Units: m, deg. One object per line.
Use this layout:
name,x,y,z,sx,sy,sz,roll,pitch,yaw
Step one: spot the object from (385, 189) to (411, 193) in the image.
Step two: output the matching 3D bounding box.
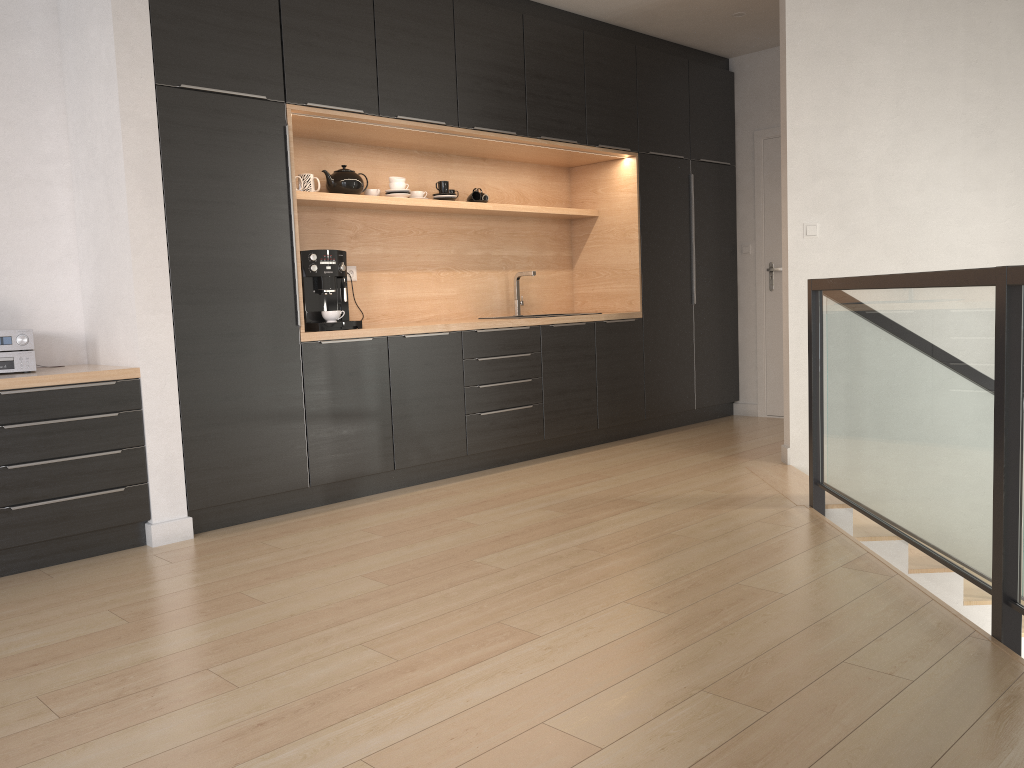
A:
object,-0.646,-1.082,5.020,0.145,0.025,0.145,1,6,32

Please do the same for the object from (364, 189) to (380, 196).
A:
object,-0.788,-1.067,5.011,0.099,0.057,0.095,-2,5,3

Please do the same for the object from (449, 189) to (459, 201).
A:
object,-0.375,-1.141,5.427,0.066,0.092,0.084,-7,7,-38

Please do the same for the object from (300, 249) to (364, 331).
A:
object,-0.914,-0.487,4.628,0.618,0.398,0.584,-8,8,-44

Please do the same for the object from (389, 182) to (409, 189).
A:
object,-0.647,-1.107,5.022,0.095,0.057,0.099,-1,6,18

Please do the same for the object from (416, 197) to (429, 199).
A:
object,-0.565,-1.083,5.249,0.145,0.025,0.145,-6,6,-31

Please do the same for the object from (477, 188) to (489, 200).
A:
object,-0.190,-1.174,5.521,0.066,0.093,0.100,-6,7,-34

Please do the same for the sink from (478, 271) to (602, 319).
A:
sink,0.182,-0.467,5.704,0.626,0.518,0.512,-8,8,-44

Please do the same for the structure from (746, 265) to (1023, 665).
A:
structure,2.711,1.762,2.879,2.823,4.339,4.190,-2,5,1

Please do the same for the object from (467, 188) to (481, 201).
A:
object,-0.240,-1.163,5.483,0.066,0.093,0.100,-5,6,-29

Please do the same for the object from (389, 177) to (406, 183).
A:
object,-0.649,-1.141,5.015,0.095,0.075,0.098,-6,6,-32

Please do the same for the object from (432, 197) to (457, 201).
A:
object,-0.402,-1.093,5.287,0.145,0.025,0.145,-6,6,-31

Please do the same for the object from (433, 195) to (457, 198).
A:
object,-0.399,-1.106,5.287,0.145,0.025,0.145,-6,6,-31

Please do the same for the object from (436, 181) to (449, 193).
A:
object,-0.410,-1.159,5.276,0.066,0.092,0.084,-1,6,14

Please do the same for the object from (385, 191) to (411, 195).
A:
object,-0.645,-1.069,5.025,0.145,0.025,0.145,1,6,32

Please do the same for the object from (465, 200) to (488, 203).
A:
object,-0.218,-1.121,5.502,0.145,0.025,0.145,-7,7,-42

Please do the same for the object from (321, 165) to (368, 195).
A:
object,-0.904,-1.101,4.816,0.240,0.171,0.213,-3,6,-8

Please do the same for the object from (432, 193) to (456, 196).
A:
object,-0.403,-1.117,5.285,0.145,0.025,0.145,-6,6,-31

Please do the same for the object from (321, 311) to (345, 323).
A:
object,-0.890,-0.332,4.378,0.095,0.057,0.099,-7,7,-41

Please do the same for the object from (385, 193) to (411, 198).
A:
object,-0.645,-1.058,5.023,0.145,0.025,0.145,1,6,32

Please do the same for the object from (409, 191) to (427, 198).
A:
object,-0.567,-1.108,5.247,0.099,0.057,0.095,3,8,43

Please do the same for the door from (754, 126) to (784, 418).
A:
door,2.178,-0.791,6.327,0.085,2.136,0.974,-8,8,-44

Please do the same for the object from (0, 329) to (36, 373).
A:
object,-2.102,-0.130,3.600,0.285,0.174,0.270,-5,6,-29

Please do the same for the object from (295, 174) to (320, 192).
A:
object,-1.145,-1.035,4.575,0.297,0.105,0.112,-7,7,-42
